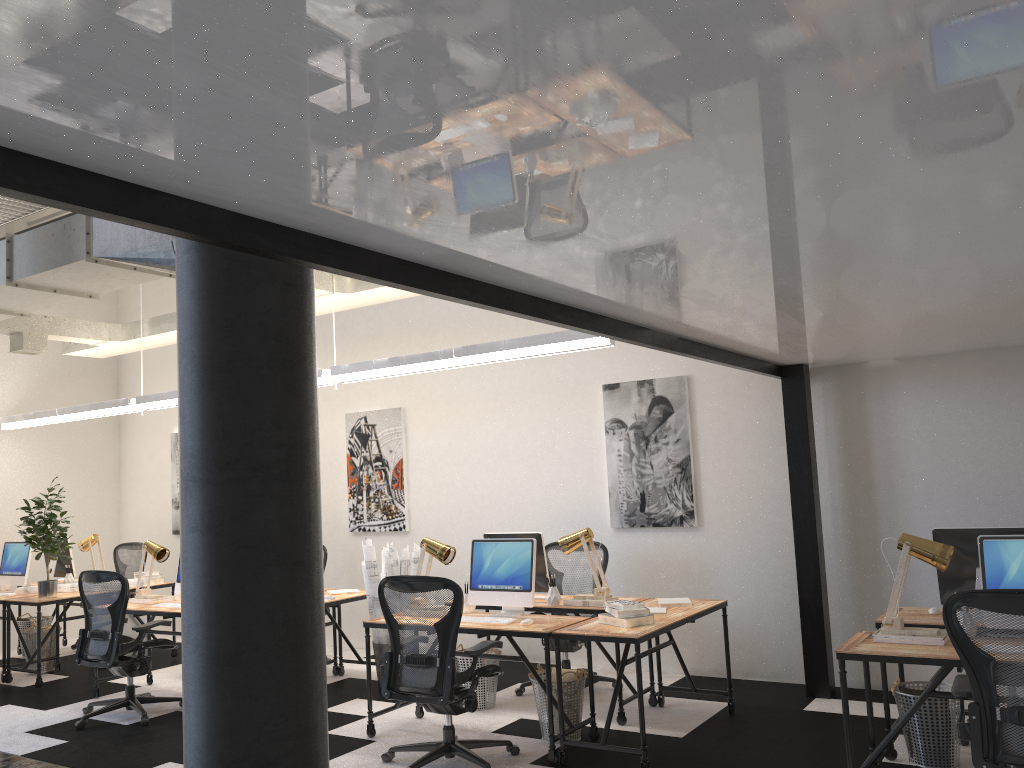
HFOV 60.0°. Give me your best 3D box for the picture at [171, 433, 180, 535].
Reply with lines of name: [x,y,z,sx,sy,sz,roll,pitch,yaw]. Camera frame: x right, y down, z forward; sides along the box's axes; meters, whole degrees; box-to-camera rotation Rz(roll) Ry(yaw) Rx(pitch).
picture: [-3.666,1.133,10.199,0.732,1.181,0.049,-6,-6,33]

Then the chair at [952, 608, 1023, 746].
chair: [2.851,1.441,5.039,0.770,1.084,0.793,-5,-6,16]

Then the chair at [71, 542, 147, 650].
chair: [-4.294,2.283,9.612,0.770,1.084,0.793,-5,-6,16]

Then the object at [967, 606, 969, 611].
object: [2.152,1.093,4.194,0.054,0.207,0.008,-4,-6,16]

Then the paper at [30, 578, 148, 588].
paper: [-4.026,1.908,8.398,1.134,0.082,0.083,-3,-6,-3]

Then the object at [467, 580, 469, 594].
object: [-0.295,1.399,5.841,0.008,0.207,0.054,-5,-6,20]

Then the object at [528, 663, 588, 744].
object: [0.286,1.936,5.395,0.359,0.434,0.353,-6,-7,29]

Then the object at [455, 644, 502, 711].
object: [-0.240,2.057,6.263,0.359,0.434,0.353,-6,-7,29]

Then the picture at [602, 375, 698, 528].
picture: [1.099,0.557,7.145,0.732,1.181,0.049,-6,-6,33]

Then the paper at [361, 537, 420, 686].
paper: [-0.944,1.781,6.923,0.440,1.196,0.413,-4,-6,11]

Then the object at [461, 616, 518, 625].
object: [-0.179,1.442,5.413,0.439,0.017,0.119,-7,-7,32]

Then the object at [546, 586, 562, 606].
object: [0.279,1.422,5.942,0.101,0.126,0.101,-2,-6,-12]

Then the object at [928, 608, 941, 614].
object: [2.330,1.250,4.893,0.059,0.029,0.106,-7,-7,33]

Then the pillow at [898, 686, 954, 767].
pillow: [2.143,1.764,4.567,0.239,0.406,0.120,-7,-7,33]

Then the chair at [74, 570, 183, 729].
chair: [-2.861,1.899,6.567,0.770,1.084,0.793,-5,-6,16]

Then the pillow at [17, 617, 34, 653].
pillow: [-5.002,2.606,9.140,0.239,0.406,0.120,-7,-7,33]

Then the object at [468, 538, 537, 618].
object: [-0.048,1.222,5.607,0.484,0.484,0.190,-7,-7,32]

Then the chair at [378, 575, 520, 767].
chair: [-0.408,1.609,5.048,0.770,1.084,0.793,-5,-6,16]

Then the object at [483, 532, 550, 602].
object: [0.019,1.282,6.191,0.484,0.484,0.190,-7,-7,32]

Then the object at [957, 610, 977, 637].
object: [2.139,1.136,4.191,0.101,0.126,0.101,-2,-6,-12]

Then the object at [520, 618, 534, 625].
object: [0.092,1.401,5.231,0.059,0.029,0.106,-7,-7,33]

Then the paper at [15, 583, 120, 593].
paper: [-4.117,1.898,8.258,1.134,0.082,0.083,-4,-6,7]

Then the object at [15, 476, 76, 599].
object: [-4.176,1.366,7.923,0.514,1.076,0.439,-5,-6,23]

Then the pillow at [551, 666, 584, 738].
pillow: [0.334,1.954,5.457,0.239,0.406,0.120,-7,-7,33]

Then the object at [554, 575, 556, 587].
object: [0.289,1.379,5.939,0.008,0.207,0.054,-3,-5,-2]

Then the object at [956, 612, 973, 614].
object: [2.602,1.223,4.710,0.439,0.017,0.119,-7,-7,32]

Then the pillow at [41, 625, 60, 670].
pillow: [-4.382,2.493,8.400,0.239,0.406,0.120,-7,-7,33]

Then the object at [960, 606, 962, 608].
object: [2.134,1.097,4.209,0.008,0.207,0.054,-5,-6,20]

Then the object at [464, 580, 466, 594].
object: [-0.305,1.398,5.833,0.008,0.207,0.054,-3,-5,-2]

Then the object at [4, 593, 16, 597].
object: [-4.624,1.941,8.173,0.059,0.029,0.106,-7,-7,33]

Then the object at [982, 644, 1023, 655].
object: [2.250,1.140,3.781,0.439,0.017,0.119,-7,-7,32]

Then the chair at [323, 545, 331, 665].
chair: [-2.031,2.034,8.189,0.770,1.084,0.793,-5,-6,16]

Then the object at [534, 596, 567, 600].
object: [0.173,1.525,6.341,0.439,0.017,0.119,-7,-7,32]

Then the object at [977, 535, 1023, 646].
object: [2.380,0.920,3.976,0.484,0.484,0.190,-7,-7,32]

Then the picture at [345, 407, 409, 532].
picture: [-1.332,0.851,8.703,0.732,1.181,0.049,-6,-6,33]

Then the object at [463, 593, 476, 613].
object: [-0.290,1.438,5.822,0.101,0.126,0.101,-2,-6,-12]

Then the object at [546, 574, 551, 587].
object: [0.261,1.381,5.947,0.054,0.207,0.008,-4,-6,16]

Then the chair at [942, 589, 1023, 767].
chair: [2.021,1.307,3.417,0.770,1.084,0.793,-5,-6,16]

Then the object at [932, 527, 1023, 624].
object: [2.448,0.980,4.559,0.484,0.484,0.190,-7,-7,32]

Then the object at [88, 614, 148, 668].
object: [-3.807,2.468,8.629,0.221,0.454,0.544,-6,-7,32]

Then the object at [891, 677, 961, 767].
object: [2.189,1.756,4.632,0.359,0.434,0.353,-6,-7,29]

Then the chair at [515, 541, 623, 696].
chair: [0.422,1.743,6.670,0.770,1.084,0.793,-5,-6,16]

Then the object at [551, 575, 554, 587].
object: [0.279,1.379,5.931,0.008,0.207,0.054,-5,-6,20]

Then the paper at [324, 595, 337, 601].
paper: [-1.730,1.657,6.795,0.568,0.061,0.626,-7,-7,30]

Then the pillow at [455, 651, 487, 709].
pillow: [-0.286,2.066,6.198,0.239,0.406,0.120,-7,-7,33]
